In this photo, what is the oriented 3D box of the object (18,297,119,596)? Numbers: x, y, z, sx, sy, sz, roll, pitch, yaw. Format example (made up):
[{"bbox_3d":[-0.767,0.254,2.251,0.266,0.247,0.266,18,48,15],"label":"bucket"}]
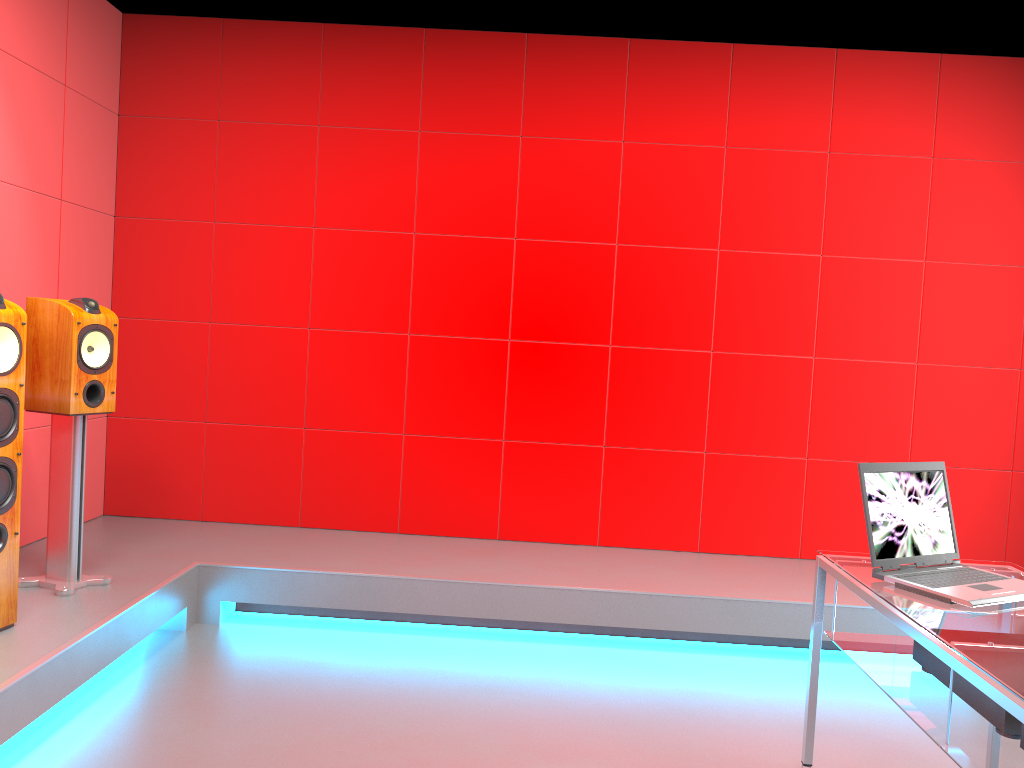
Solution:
[{"bbox_3d":[-1.625,0.211,3.250,0.265,1.058,0.231,4,3,21],"label":"object"}]

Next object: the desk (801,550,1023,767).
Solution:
[{"bbox_3d":[1.106,0.868,1.747,0.594,0.690,1.617,3,2,1],"label":"desk"}]

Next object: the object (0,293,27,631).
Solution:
[{"bbox_3d":[-1.663,0.235,2.702,0.238,1.052,0.203,4,2,11],"label":"object"}]

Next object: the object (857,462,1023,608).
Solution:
[{"bbox_3d":[1.105,0.360,2.205,0.342,0.285,0.340,2,3,-29],"label":"object"}]

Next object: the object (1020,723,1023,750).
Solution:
[{"bbox_3d":[1.177,0.668,1.514,0.371,0.158,0.431,3,2,1],"label":"object"}]

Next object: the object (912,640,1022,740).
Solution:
[{"bbox_3d":[1.185,0.680,2.007,0.365,0.092,0.435,3,2,1],"label":"object"}]
